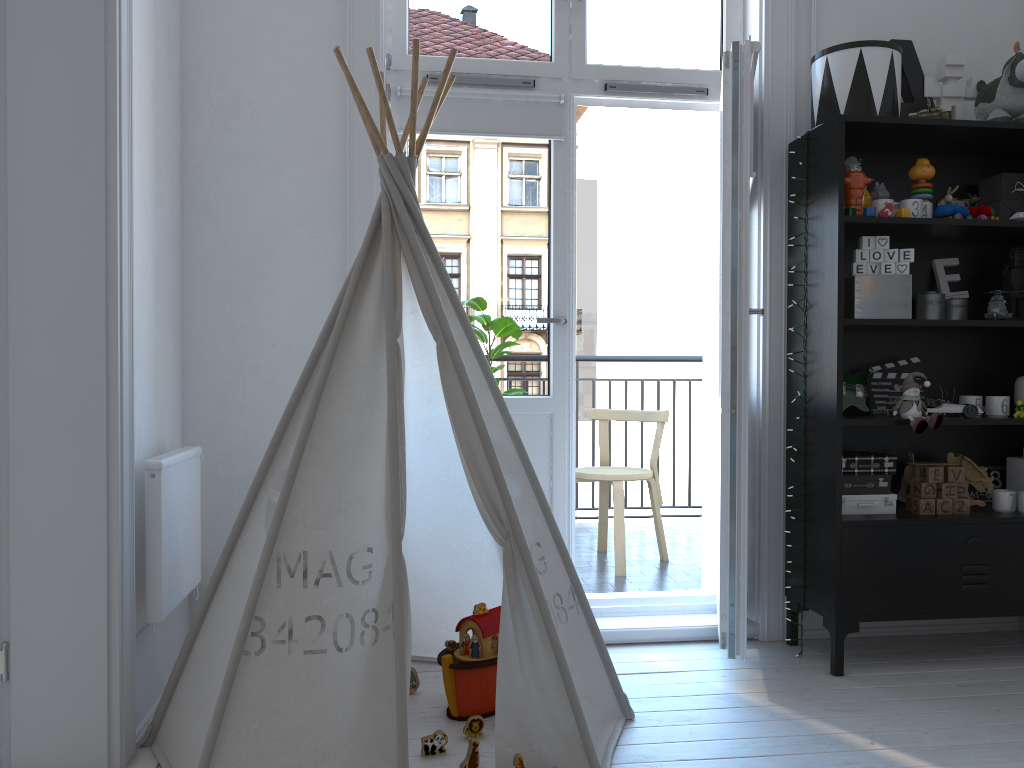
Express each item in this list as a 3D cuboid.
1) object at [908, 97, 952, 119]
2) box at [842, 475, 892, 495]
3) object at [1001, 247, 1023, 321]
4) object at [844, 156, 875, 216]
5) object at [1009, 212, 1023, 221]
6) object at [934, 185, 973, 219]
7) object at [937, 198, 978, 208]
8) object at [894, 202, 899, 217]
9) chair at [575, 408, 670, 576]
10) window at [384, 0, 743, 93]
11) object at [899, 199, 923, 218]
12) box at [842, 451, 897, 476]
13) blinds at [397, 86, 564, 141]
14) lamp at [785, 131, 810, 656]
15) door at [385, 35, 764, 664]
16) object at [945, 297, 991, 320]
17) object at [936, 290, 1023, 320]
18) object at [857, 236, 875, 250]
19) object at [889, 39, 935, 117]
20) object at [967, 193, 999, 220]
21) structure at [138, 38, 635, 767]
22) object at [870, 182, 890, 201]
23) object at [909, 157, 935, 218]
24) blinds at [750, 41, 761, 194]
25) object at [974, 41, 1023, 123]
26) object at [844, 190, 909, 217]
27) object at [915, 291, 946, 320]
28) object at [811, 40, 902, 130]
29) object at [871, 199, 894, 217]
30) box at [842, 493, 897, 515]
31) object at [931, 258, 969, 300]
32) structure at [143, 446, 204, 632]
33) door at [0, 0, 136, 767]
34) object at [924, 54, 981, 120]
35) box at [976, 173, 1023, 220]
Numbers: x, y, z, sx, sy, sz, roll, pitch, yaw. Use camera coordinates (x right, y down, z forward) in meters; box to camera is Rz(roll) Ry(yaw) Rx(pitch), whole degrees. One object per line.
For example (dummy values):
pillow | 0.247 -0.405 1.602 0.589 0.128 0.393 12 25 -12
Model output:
object | 1.320 -0.851 2.799 0.121 0.100 0.338 0 1 27
box | 1.074 0.316 2.849 0.215 0.062 0.179 0 1 -8
object | 1.689 -0.326 2.936 0.117 0.259 0.081 0 1 -8
object | 1.063 -0.604 2.742 0.105 0.203 0.072 0 1 0
object | 1.678 -0.525 2.804 0.230 0.048 0.098 0 1 -18
object | 1.400 -0.564 2.813 0.121 0.126 0.087 0 1 -31
object | 1.629 -0.571 3.044 0.347 0.132 0.037 0 1 -8
object | 1.197 -0.535 2.805 0.067 0.067 0.067 0 1 -34
chair | 0.473 0.478 4.147 0.436 0.715 0.498 1 1 37
window | 0.198 -1.355 3.043 1.263 0.660 0.101 0 1 -8
object | 1.238 -0.535 2.752 0.067 0.067 0.067 0 1 -7
box | 1.093 0.254 2.852 0.215 0.062 0.179 0 1 -8
blinds | -0.103 -0.911 2.989 0.565 0.158 0.032 0 1 -8
lamp | 1.363 0.033 2.928 0.985 1.684 0.095 0 1 -10
door | 0.220 -0.104 2.817 1.264 1.839 0.636 0 1 -6
object | 1.506 -0.243 2.894 0.078 0.091 0.246 0 1 -13
object | 1.562 -0.249 2.868 0.368 0.106 0.349 0 0 -6
object | 1.093 -0.433 2.738 0.040 0.040 0.040 0 1 -3
object | 1.294 -0.974 2.978 0.343 0.344 0.057 0 1 -8
object | 1.503 -0.564 2.869 0.087 0.112 0.122 0 1 -37
structure | -0.285 0.010 2.213 1.143 1.750 1.143 0 1 -32
object | 1.205 -0.583 2.910 0.063 0.160 0.063 0 1 -29
object | 1.292 -0.608 2.797 0.077 0.213 0.077 1 1 26
blinds | 0.758 -0.791 2.823 0.032 0.390 0.565 0 1 12
object | 1.576 -0.923 2.820 0.154 0.253 0.370 0 1 0
object | 1.087 -0.600 2.817 0.197 0.197 0.318 0 1 -11
object | 1.397 -0.252 2.963 0.095 0.110 0.095 0 1 -3
object | 1.114 -0.932 2.879 0.272 0.259 0.395 0 1 21
object | 1.150 -0.535 2.755 0.067 0.067 0.067 0 1 -7
box | 1.092 0.377 2.852 0.215 0.062 0.179 0 1 -8
object | 1.491 -0.356 3.017 0.107 0.151 0.055 0 1 -8
structure | -0.916 0.412 2.452 0.075 0.460 0.635 0 1 -11
door | -1.042 -0.205 1.800 0.505 2.177 1.465 0 1 -23
object | 1.470 -0.946 2.972 0.190 0.290 0.065 0 1 -3
box | 1.695 -0.597 2.946 0.251 0.189 0.179 0 1 -8
